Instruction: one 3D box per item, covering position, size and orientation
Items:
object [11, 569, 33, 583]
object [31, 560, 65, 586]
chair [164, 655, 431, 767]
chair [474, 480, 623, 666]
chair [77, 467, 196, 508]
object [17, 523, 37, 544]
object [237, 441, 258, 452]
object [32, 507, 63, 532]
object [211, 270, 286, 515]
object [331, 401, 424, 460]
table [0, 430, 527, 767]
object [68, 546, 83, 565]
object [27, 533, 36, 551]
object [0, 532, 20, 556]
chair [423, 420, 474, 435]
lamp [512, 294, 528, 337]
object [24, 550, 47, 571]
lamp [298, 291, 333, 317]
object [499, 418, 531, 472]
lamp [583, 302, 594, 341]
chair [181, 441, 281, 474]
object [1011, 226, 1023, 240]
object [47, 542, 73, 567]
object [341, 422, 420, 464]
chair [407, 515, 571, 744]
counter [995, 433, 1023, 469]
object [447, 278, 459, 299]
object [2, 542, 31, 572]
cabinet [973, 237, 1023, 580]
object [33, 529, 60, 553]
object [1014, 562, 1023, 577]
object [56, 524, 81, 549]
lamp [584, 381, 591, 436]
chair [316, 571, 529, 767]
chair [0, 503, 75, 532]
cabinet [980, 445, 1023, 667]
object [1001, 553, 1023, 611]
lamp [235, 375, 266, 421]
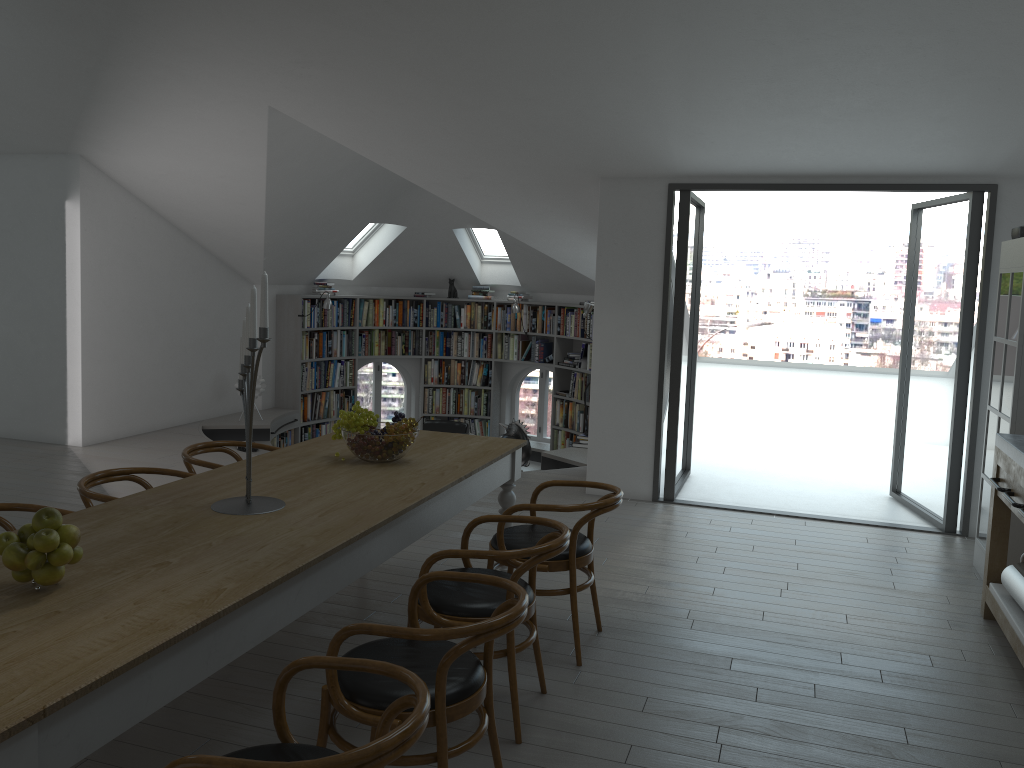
[{"bbox_3d":[-1.308,0.501,2.382,0.063,0.063,0.064,5,7,29],"label":"object"},{"bbox_3d":[-1.236,0.499,2.364,0.080,0.074,0.078,-1,7,-27],"label":"object"},{"bbox_3d":[-0.503,1.055,2.026,0.621,0.733,0.528,4,6,14],"label":"chair"},{"bbox_3d":[0.186,0.831,4.084,0.622,0.733,0.528,4,6,18],"label":"chair"},{"bbox_3d":[-1.607,0.781,3.957,0.622,0.733,0.528,4,6,18],"label":"chair"},{"bbox_3d":[-1.304,0.405,2.397,0.058,0.057,0.053,6,7,32],"label":"object"},{"bbox_3d":[-2.717,0.643,9.088,0.218,0.082,0.474,0,7,-19],"label":"object"},{"bbox_3d":[-1.250,0.369,2.384,0.072,0.074,0.072,4,6,18],"label":"object"},{"bbox_3d":[-0.949,0.027,3.167,0.265,0.872,0.777,1,6,-8],"label":"object"},{"bbox_3d":[-0.628,0.219,4.124,0.394,0.283,0.293,0,6,-18],"label":"object"},{"bbox_3d":[-0.936,0.837,3.405,1.019,0.796,3.357,4,7,18],"label":"table"},{"bbox_3d":[-1.209,0.467,2.431,0.060,0.056,0.059,3,6,13],"label":"object"},{"bbox_3d":[-1.257,0.421,2.349,0.053,0.050,0.053,1,6,-11],"label":"object"},{"bbox_3d":[-1.342,0.425,2.356,0.063,0.063,0.062,0,6,-19],"label":"object"},{"bbox_3d":[-0.833,0.802,9.852,0.823,0.717,0.743,3,6,13],"label":"chair"},{"bbox_3d":[0.101,-0.871,11.303,0.113,0.565,0.358,5,6,25],"label":"lamp"},{"bbox_3d":[-1.242,0.459,2.311,0.051,0.053,0.053,3,6,10],"label":"object"},{"bbox_3d":[-2.320,-0.946,10.501,0.414,0.311,0.117,4,6,15],"label":"lamp"},{"bbox_3d":[0.018,0.591,8.139,0.320,0.561,0.321,1,6,-9],"label":"object"},{"bbox_3d":[0.921,-0.646,9.860,0.275,0.524,0.112,3,5,9],"label":"lamp"},{"bbox_3d":[-1.418,0.703,4.658,0.622,0.733,0.528,4,6,21],"label":"chair"},{"bbox_3d":[3.048,-0.834,5.089,0.299,0.119,0.299,4,7,18],"label":"object"},{"bbox_3d":[-1.196,0.452,2.347,0.062,0.059,0.062,5,7,22],"label":"object"},{"bbox_3d":[-0.611,0.285,4.108,0.360,0.159,0.361,2,7,-2],"label":"object"},{"bbox_3d":[-0.098,0.902,3.416,0.621,0.733,0.528,4,6,15],"label":"chair"},{"bbox_3d":[1.940,0.383,1.297,0.962,0.618,6.591,4,7,18],"label":"counter"},{"bbox_3d":[-0.777,-1.269,11.784,0.147,0.264,0.202,4,6,15],"label":"object"},{"bbox_3d":[-1.295,0.453,2.327,0.076,0.076,0.077,0,6,-15],"label":"object"},{"bbox_3d":[2.972,0.180,5.056,0.361,1.984,0.643,4,6,18],"label":"cabinet"},{"bbox_3d":[-1.216,0.410,2.315,0.062,0.059,0.062,4,6,19],"label":"object"},{"bbox_3d":[2.408,0.926,4.066,0.092,0.093,0.438,4,7,15],"label":"object"},{"bbox_3d":[-1.205,0.416,2.402,0.066,0.071,0.073,1,6,-13],"label":"object"},{"bbox_3d":[0.880,0.196,8.944,0.323,0.658,0.234,6,7,33],"label":"lamp"},{"bbox_3d":[-0.268,0.981,2.708,0.622,0.733,0.528,4,6,21],"label":"chair"},{"bbox_3d":[-1.849,0.855,3.272,0.621,0.733,0.528,3,6,13],"label":"chair"},{"bbox_3d":[1.912,1.187,1.448,1.004,1.019,6.444,4,7,18],"label":"cabinet"},{"bbox_3d":[2.520,0.956,4.014,0.429,0.231,0.528,4,7,15],"label":"object"},{"bbox_3d":[-2.879,0.135,9.752,0.305,0.523,0.306,3,6,7],"label":"lamp"}]
